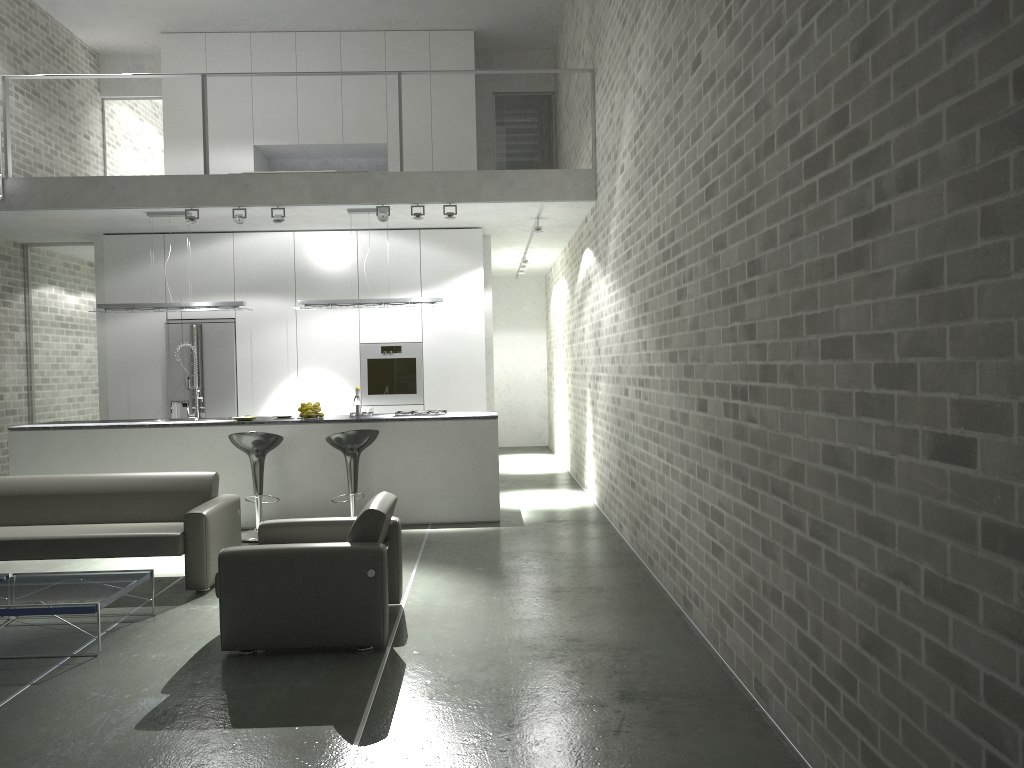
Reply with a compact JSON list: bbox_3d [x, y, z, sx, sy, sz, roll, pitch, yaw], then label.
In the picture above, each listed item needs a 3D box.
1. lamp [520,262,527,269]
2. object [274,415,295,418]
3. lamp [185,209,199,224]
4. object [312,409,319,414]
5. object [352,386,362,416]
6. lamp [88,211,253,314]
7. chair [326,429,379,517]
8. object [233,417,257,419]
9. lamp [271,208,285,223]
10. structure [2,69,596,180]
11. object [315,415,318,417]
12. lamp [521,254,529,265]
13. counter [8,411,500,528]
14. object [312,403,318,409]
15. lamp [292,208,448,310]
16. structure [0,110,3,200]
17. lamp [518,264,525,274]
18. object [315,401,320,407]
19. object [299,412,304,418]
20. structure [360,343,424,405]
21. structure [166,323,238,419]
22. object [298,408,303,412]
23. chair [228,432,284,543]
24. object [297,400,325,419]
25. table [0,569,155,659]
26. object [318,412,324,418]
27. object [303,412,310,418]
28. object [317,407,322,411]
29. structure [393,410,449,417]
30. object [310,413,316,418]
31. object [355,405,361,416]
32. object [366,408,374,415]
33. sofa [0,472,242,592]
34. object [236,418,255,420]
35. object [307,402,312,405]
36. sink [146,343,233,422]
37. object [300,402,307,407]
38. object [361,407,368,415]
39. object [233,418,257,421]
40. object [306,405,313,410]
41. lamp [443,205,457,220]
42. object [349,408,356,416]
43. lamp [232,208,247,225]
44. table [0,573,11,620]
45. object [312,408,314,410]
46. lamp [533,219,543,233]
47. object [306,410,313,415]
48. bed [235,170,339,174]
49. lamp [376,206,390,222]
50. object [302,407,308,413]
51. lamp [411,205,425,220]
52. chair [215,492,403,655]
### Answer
[{"bbox_3d":[0.165,-1.751,13.001,0.109,0.132,0.109,0,2,40],"label":"lamp"},{"bbox_3d":[-2.219,0.317,8.628,0.216,0.017,0.217,-1,1,24],"label":"object"},{"bbox_3d":[-3.028,-1.586,8.390,0.109,0.136,0.109,0,2,40],"label":"lamp"},{"bbox_3d":[-1.847,0.258,8.337,0.061,0.055,0.051,-2,1,-33],"label":"object"},{"bbox_3d":[-1.493,0.165,8.645,0.101,0.288,0.088,-1,1,28],"label":"object"},{"bbox_3d":[-3.331,-1.190,8.659,1.490,0.964,0.290,-1,1,-2],"label":"lamp"},{"bbox_3d":[-1.360,0.842,7.605,0.457,0.931,0.464,-2,1,-21],"label":"chair"},{"bbox_3d":[-2.475,0.321,8.213,0.216,0.017,0.217,-1,1,31],"label":"object"},{"bbox_3d":[-2.220,-1.598,8.430,0.115,0.151,0.115,0,2,41],"label":"lamp"},{"bbox_3d":[-1.982,-2.461,8.416,5.560,0.972,0.070,-1,1,-2],"label":"structure"},{"bbox_3d":[-1.863,0.295,8.399,0.050,0.055,0.061,0,1,34],"label":"object"},{"bbox_3d":[-2.509,-1.637,10.348,6.854,0.136,0.110,-2,1,-37],"label":"lamp"},{"bbox_3d":[-2.330,0.810,8.483,4.400,0.960,0.900,-1,1,-2],"label":"counter"},{"bbox_3d":[-1.850,0.208,8.342,0.051,0.053,0.063,-1,1,1],"label":"object"},{"bbox_3d":[-1.397,-1.234,8.719,1.490,0.964,0.290,-1,1,-2],"label":"lamp"},{"bbox_3d":[-5.123,-0.703,6.141,0.902,4.246,4.345,-1,1,-2],"label":"structure"},{"bbox_3d":[0.146,-1.761,13.616,0.109,0.135,0.109,0,2,40],"label":"lamp"},{"bbox_3d":[-1.843,0.193,8.408,0.050,0.060,0.059,-2,1,-12],"label":"object"},{"bbox_3d":[-1.977,0.289,8.362,0.060,0.057,0.052,-1,1,-10],"label":"object"},{"bbox_3d":[-1.346,-0.108,9.937,0.692,0.680,0.036,-1,1,-2],"label":"structure"},{"bbox_3d":[-3.442,0.275,9.904,0.743,1.900,0.160,-1,1,-2],"label":"structure"},{"bbox_3d":[-1.993,0.242,8.374,0.053,0.051,0.063,-2,2,-43],"label":"object"},{"bbox_3d":[-2.179,0.859,7.614,0.457,0.931,0.464,-1,1,12],"label":"chair"},{"bbox_3d":[-1.901,0.236,8.378,0.207,0.174,0.189,0,2,43],"label":"object"},{"bbox_3d":[-2.524,1.252,4.883,0.820,0.270,0.800,-1,1,-2],"label":"table"},{"bbox_3d":[-1.807,0.292,8.380,0.053,0.052,0.062,-1,1,28],"label":"object"},{"bbox_3d":[-1.926,0.294,8.329,0.064,0.063,0.074,-1,1,9],"label":"object"},{"bbox_3d":[-1.830,0.242,8.393,0.053,0.054,0.061,0,1,34],"label":"object"},{"bbox_3d":[-0.869,0.279,8.516,0.500,0.038,0.500,-1,1,-2],"label":"structure"},{"bbox_3d":[-1.868,0.294,8.318,0.051,0.053,0.063,-1,1,-4],"label":"object"},{"bbox_3d":[-1.497,0.256,8.634,0.060,0.106,0.060,-1,1,-8],"label":"object"},{"bbox_3d":[-1.398,0.270,8.733,0.064,0.070,0.063,-1,1,6],"label":"object"},{"bbox_3d":[-3.026,1.016,6.066,2.114,0.717,0.902,-1,1,-2],"label":"sofa"},{"bbox_3d":[-2.475,0.326,8.214,0.216,0.017,0.217,-1,1,31],"label":"object"},{"bbox_3d":[-1.912,0.193,8.375,0.051,0.053,0.063,-1,1,-10],"label":"object"},{"bbox_3d":[-3.012,0.115,8.561,0.987,1.023,0.546,-1,1,-2],"label":"sink"},{"bbox_3d":[-1.963,0.198,8.345,0.063,0.051,0.053,0,1,36],"label":"object"},{"bbox_3d":[-1.462,0.270,8.800,0.063,0.070,0.064,0,1,36],"label":"object"},{"bbox_3d":[-2.475,0.331,8.214,0.216,0.017,0.217,-1,1,31],"label":"object"},{"bbox_3d":[-1.898,0.221,8.309,0.061,0.052,0.053,-1,1,1],"label":"object"},{"bbox_3d":[-0.591,-1.642,8.470,0.109,0.135,0.109,-2,2,-44],"label":"lamp"},{"bbox_3d":[-1.566,0.273,8.723,0.063,0.070,0.064,0,1,36],"label":"object"},{"bbox_3d":[-2.582,-1.589,8.397,0.115,0.151,0.115,0,2,41],"label":"lamp"},{"bbox_3d":[-3.362,1.271,4.857,0.820,0.270,0.800,-1,1,-2],"label":"table"},{"bbox_3d":[-1.875,0.255,8.351,0.051,0.053,0.062,-1,1,-4],"label":"object"},{"bbox_3d":[0.278,-1.682,9.452,0.109,0.132,0.109,0,2,40],"label":"lamp"},{"bbox_3d":[-1.892,0.267,8.284,0.061,0.054,0.052,-2,1,-35],"label":"object"},{"bbox_3d":[-2.556,-2.432,10.971,1.341,0.792,1.957,-1,1,-2],"label":"bed"},{"bbox_3d":[-1.227,-1.617,8.433,0.131,0.154,0.098,-1,1,-2],"label":"lamp"},{"bbox_3d":[-1.943,0.243,8.337,0.062,0.053,0.052,-2,1,-40],"label":"object"},{"bbox_3d":[-0.898,-1.635,8.460,0.109,0.135,0.109,-2,2,-44],"label":"lamp"},{"bbox_3d":[-1.105,0.997,4.917,0.910,0.717,0.963,-1,1,-2],"label":"chair"}]
